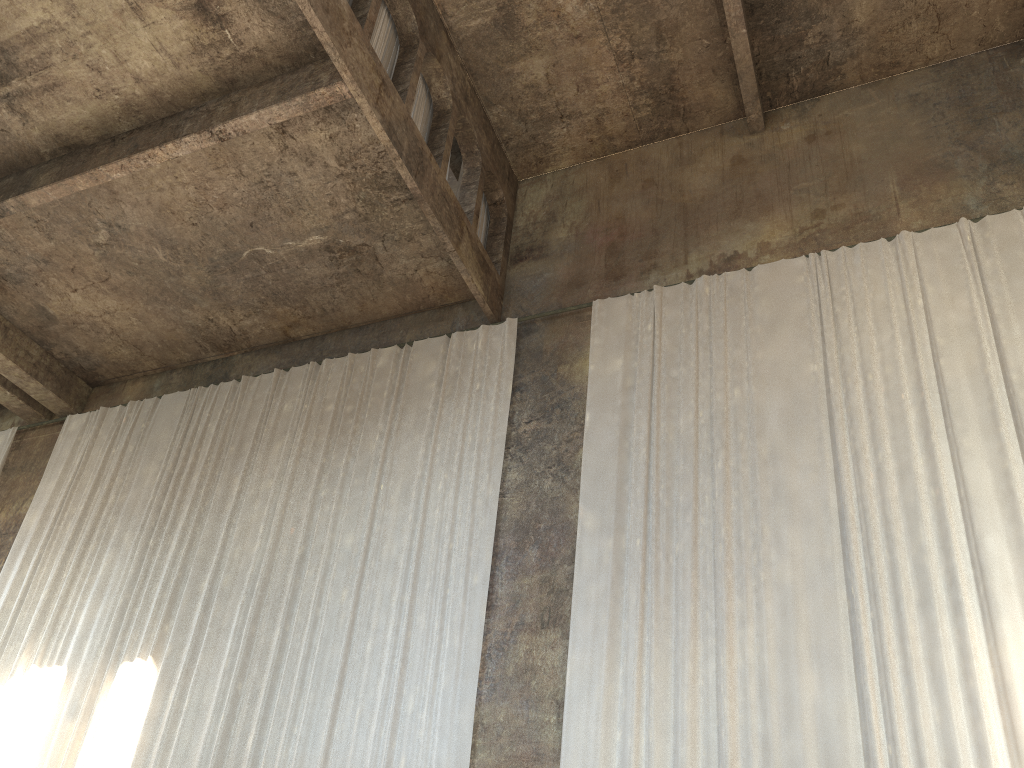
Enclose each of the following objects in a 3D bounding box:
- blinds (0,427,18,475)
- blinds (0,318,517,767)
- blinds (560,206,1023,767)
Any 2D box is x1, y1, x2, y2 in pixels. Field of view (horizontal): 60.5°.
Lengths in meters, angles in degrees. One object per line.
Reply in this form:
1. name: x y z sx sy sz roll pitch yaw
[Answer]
1. blinds: -11.863 4.736 13.451 7.873 8.124 0.290 -9 -36 21
2. blinds: -3.875 3.229 10.242 7.885 8.124 0.290 -11 -36 23
3. blinds: 4.089 1.727 7.043 7.885 8.124 0.290 -11 -36 23
